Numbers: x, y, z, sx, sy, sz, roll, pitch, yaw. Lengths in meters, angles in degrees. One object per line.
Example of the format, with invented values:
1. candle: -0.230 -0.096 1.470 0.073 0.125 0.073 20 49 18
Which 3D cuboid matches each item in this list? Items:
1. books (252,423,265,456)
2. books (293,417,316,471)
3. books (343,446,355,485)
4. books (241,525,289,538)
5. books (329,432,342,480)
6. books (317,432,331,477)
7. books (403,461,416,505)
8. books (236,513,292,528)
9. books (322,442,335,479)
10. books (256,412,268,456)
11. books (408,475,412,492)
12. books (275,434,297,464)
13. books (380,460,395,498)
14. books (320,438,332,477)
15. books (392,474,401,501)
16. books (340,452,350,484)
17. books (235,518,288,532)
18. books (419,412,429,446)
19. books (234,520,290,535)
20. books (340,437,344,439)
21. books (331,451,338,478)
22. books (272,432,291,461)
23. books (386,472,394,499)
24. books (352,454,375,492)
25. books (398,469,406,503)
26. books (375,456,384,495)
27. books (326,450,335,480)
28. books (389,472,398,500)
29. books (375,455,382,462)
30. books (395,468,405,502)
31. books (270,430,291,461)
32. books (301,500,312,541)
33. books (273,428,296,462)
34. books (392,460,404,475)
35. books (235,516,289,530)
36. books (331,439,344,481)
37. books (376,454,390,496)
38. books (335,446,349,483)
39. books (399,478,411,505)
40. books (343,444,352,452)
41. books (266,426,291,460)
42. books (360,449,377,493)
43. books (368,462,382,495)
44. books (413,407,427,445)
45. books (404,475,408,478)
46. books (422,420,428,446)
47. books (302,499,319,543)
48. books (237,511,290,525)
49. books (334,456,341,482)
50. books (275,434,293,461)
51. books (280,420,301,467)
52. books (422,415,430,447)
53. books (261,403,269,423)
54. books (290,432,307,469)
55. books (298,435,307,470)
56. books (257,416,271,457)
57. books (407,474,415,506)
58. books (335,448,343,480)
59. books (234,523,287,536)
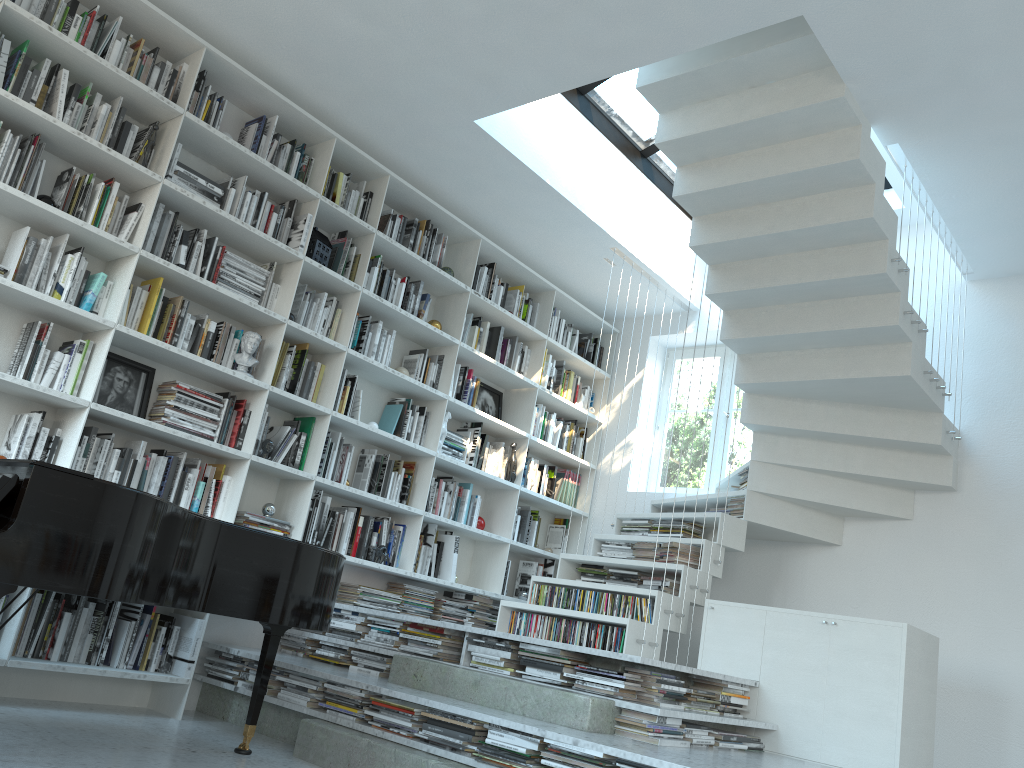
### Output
1. books: -1.385 0.299 4.657 0.182 0.191 0.027 -3 -21 40
2. books: -1.185 0.341 4.905 0.183 0.324 0.014 -3 -21 40
3. books: -0.999 0.482 5.131 0.172 0.250 0.013 -3 -21 40
4. books: -1.332 0.773 4.637 0.159 0.012 0.286 -6 -23 45
5. books: -1.062 0.418 5.038 0.175 0.296 0.014 -3 -21 40
6. books: -1.101 0.405 4.995 0.159 0.283 0.005 -3 -21 40
7. books: -0.678 0.623 5.483 0.162 0.294 0.007 -3 -21 40
8. books: -1.320 0.715 4.652 0.159 0.012 0.286 -5 -23 44
9. books: -1.087 0.439 4.997 0.188 0.225 0.011 -3 -21 40
10. books: -1.377 0.276 4.706 0.157 0.265 0.012 -3 -21 40
11. books: -0.698 0.663 5.468 0.158 0.203 0.013 -3 -21 40
12. books: -1.273 0.363 4.810 0.169 0.204 0.091 -3 -21 40
13. books: -0.798 0.580 5.334 0.184 0.250 0.018 -3 -21 40
14. books: -1.101 0.425 4.999 0.165 0.248 0.013 -3 -21 40
15. books: -0.761 0.637 5.383 0.190 0.182 0.019 -3 -21 40
16. books: -1.016 0.493 5.102 0.180 0.207 0.014 -3 -21 40
17. books: -1.325 0.738 4.647 0.161 0.012 0.254 -6 -23 45
18. books: -0.610 0.299 5.577 0.169 0.252 0.011 -3 -21 40
19. books: -1.324 0.749 4.640 0.159 0.012 0.286 -5 -22 43
20. books: -1.047 0.442 5.087 0.159 0.284 0.006 -3 -21 40
21. books: -1.071 0.470 5.051 0.167 0.202 0.013 -3 -21 40
22. books: -1.295 0.348 4.790 0.143 0.211 0.090 -3 -21 40
23. books: -0.793 0.618 5.338 0.182 0.181 0.018 -3 -21 40
24. books: -0.887 0.542 5.264 0.130 0.251 0.019 -3 -21 40
25. books: -0.732 0.634 5.442 0.155 0.231 0.021 -3 -21 40
26. books: -0.848 0.558 5.307 0.158 0.258 0.008 -3 -21 40
27. books: -1.081 0.466 5.015 0.184 0.186 0.013 -3 -21 40
28. books: -0.774 0.626 5.376 0.175 0.194 0.015 -3 -21 40
29. books: -0.856 0.553 5.300 0.149 0.261 0.015 -3 -21 40
30. books: -0.744 0.623 5.408 0.182 0.229 0.018 -3 -21 40
31. books: -1.300 0.339 4.761 0.176 0.209 0.089 -3 -21 40
32. books: -1.186 0.761 4.892 0.161 0.253 0.012 -3 -21 40
33. books: -1.281 0.339 4.804 0.149 0.238 0.094 -3 -21 40
34. books: -0.748 0.598 5.406 0.173 0.273 0.006 -3 -21 40
35. books: -1.315 0.726 4.642 0.161 0.012 0.255 -3 -21 40
36. books: -1.049 0.443 5.061 0.183 0.266 0.012 -3 -21 40
37. books: -0.823 0.561 5.347 0.159 0.284 0.007 -3 -21 40
38. books: -1.025 0.474 5.097 0.176 0.237 0.015 -3 -21 40
39. books: -0.705 0.663 5.432 0.189 0.180 0.016 -3 -21 40
40. books: -1.006 0.473 5.122 0.142 0.260 0.014 -3 -21 40
41. books: -1.305 0.325 4.748 0.190 0.227 0.096 -3 -21 40
42. books: -0.883 0.530 5.290 0.131 0.289 0.016 -3 -21 40
43. books: -0.858 0.569 5.273 0.177 0.215 0.016 -3 -21 40
44. books: -0.629 0.276 5.550 0.184 0.272 0.012 -3 -21 40
45. books: -0.714 0.658 5.464 0.141 0.204 0.016 -3 -21 40
46. books: -0.615 0.324 5.594 0.164 0.211 0.023 -3 -21 40
47. books: -1.159 0.762 4.893 0.186 0.261 0.023 -3 -21 40
48. books: -1.313 0.703 4.650 0.254 0.012 0.161 24 -21 -37
49. books: -1.050 0.495 5.079 0.140 0.178 0.013 -3 -21 40
50. books: -1.288 0.353 4.810 0.139 0.214 0.090 -3 -21 40
51. books: -1.237 0.339 4.862 0.138 0.285 0.013 -3 -21 40
52. books: -0.595 0.313 5.604 0.158 0.245 0.010 -3 -21 40
53. books: -1.374 0.253 4.696 0.141 0.306 0.013 -3 -21 40
54. books: -1.214 0.374 4.855 0.171 0.222 0.029 -3 -21 40
55. books: -1.206 0.381 4.881 0.148 0.226 0.021 -3 -21 40
56. books: -1.364 0.292 4.721 0.141 0.247 0.035 -3 -21 40
57. books: -0.681 0.669 5.512 0.146 0.223 0.009 -3 -21 40
58. books: -1.040 0.478 5.093 0.134 0.222 0.008 -3 -21 40
59. books: -1.328 0.761 4.638 0.161 0.012 0.254 -7 -24 45
